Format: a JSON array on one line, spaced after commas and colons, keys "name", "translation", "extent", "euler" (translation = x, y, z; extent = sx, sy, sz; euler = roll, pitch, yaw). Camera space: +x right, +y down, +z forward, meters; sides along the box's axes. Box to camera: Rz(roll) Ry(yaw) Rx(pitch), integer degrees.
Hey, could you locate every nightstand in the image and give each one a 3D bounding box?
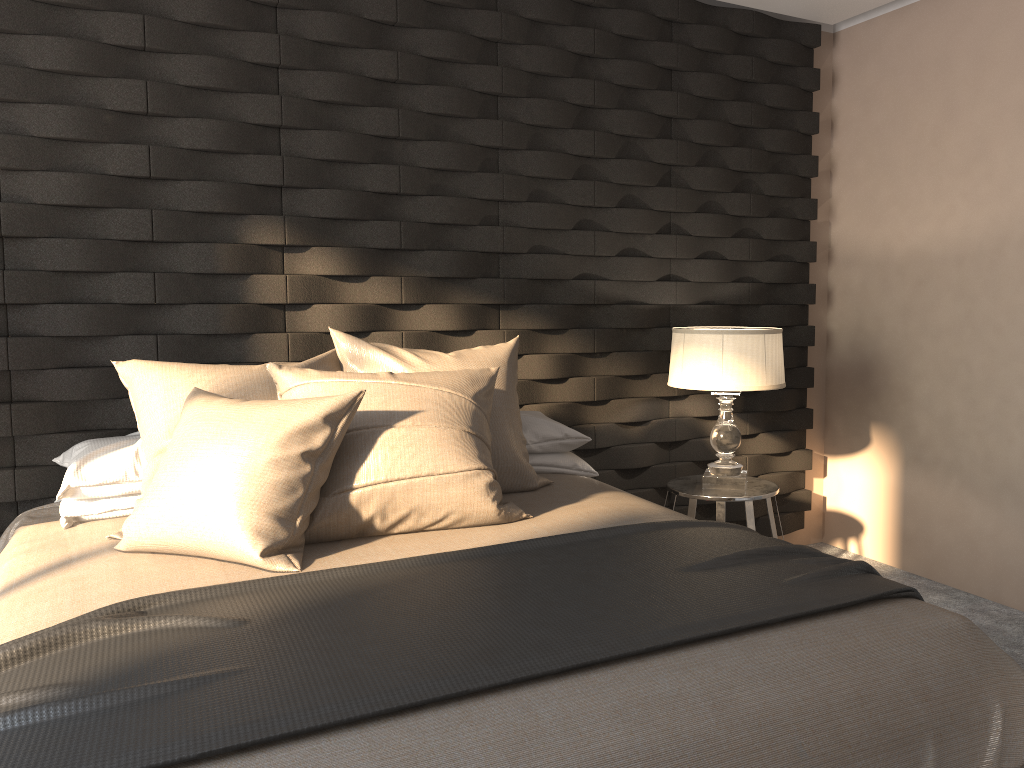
[{"name": "nightstand", "translation": [0.841, 0.641, 3.554], "extent": [0.609, 0.472, 0.634], "euler": [1, 5, 12]}]

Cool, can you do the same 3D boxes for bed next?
[{"name": "bed", "translation": [-0.205, 0.695, 2.127], "extent": [2.394, 0.624, 2.194], "euler": [-2, 6, -26]}]

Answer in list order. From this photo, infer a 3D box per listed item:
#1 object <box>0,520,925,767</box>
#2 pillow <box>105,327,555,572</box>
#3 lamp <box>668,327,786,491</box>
[{"name": "object", "translation": [-0.027, 0.555, 1.718], "extent": [2.146, 0.322, 0.591], "euler": [-3, 6, -28]}, {"name": "pillow", "translation": [-0.402, 0.110, 2.401], "extent": [1.313, 0.518, 0.862], "euler": [-2, 6, -25]}, {"name": "lamp", "translation": [0.851, 0.094, 3.499], "extent": [0.447, 0.630, 0.485], "euler": [2, 5, 26]}]
